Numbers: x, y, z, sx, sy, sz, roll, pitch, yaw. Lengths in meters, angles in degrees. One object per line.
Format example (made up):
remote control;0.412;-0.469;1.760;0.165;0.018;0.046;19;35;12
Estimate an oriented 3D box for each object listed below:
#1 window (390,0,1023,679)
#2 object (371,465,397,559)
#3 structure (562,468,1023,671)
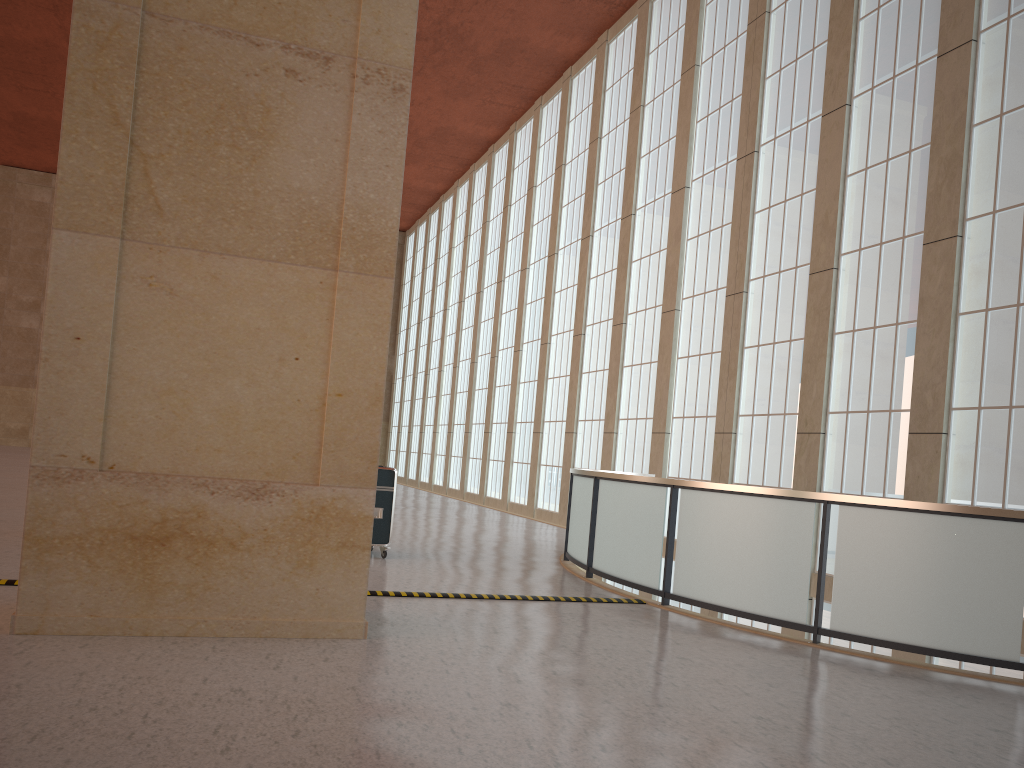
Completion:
window;-13.493;4.067;77.038;0.010;28.589;165.025;5;-5;-19
object;-2.660;2.156;15.258;1.057;1.539;1.273;6;-3;-19
structure;4.145;2.513;13.865;5.260;1.792;13.075;7;-5;-29
